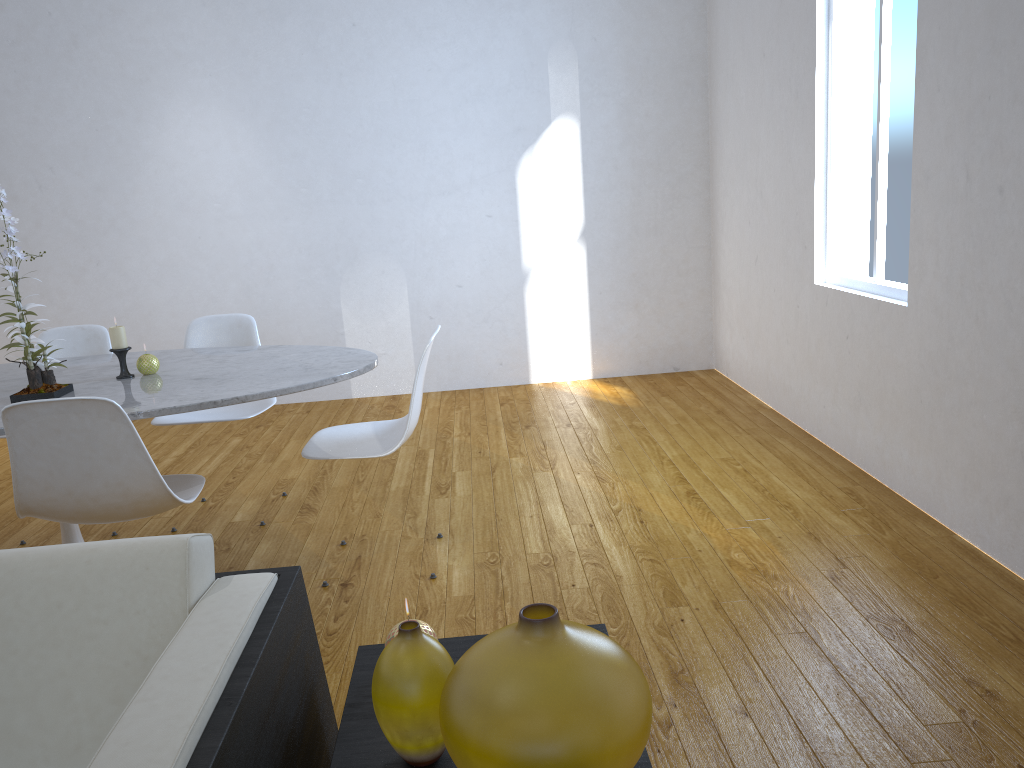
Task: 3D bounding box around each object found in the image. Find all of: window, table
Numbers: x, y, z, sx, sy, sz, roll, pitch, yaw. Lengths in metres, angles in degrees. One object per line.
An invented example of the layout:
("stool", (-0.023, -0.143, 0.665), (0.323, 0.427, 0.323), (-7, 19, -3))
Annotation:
("window", (1.222, -1.365, 2.887), (0.074, 2.144, 0.769), (-5, 13, -2))
("table", (-1.317, 0.308, 2.594), (1.909, 0.627, 1.063), (-5, 12, -3))

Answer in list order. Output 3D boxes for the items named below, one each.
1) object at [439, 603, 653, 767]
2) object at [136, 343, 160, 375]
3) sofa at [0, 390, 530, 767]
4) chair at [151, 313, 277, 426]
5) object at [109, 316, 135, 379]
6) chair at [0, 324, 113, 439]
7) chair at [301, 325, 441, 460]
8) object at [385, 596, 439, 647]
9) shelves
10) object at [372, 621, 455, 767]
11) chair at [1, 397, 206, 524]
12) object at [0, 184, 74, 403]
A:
("object", (0.033, 0.320, 0.864), (0.206, 0.217, 0.206), (6, 16, 38))
("object", (-1.055, -0.074, 2.563), (0.063, 0.092, 0.062), (9, 18, 44))
("sofa", (-1.265, 0.794, 0.209), (5.336, 0.684, 9.656), (-5, 12, -2))
("chair", (-1.063, -0.045, 3.138), (0.405, 0.354, 0.416), (-4, 13, 1))
("object", (-1.117, -0.105, 2.525), (0.059, 0.178, 0.058), (-8, 14, -17))
("chair", (-1.595, -0.005, 3.133), (0.405, 0.354, 0.416), (-5, 13, -4))
("chair", (-0.403, 0.025, 2.581), (0.419, 0.354, 0.403), (-4, 13, 0))
("object", (-0.133, 0.326, 1.162), (0.071, 0.105, 0.070), (2, 14, 24))
("shelves", (-0.007, 0.648, 0.952), (0.349, 0.454, 0.725), (-5, 12, -2))
("object", (-0.104, 0.336, 0.968), (0.095, 0.161, 0.095), (6, 17, 38))
("chair", (-0.987, 0.161, 2.143), (0.405, 0.354, 0.416), (-5, 13, -3))
("object", (-1.262, -0.276, 2.288), (0.166, 0.643, 0.200), (2, 15, 25))
